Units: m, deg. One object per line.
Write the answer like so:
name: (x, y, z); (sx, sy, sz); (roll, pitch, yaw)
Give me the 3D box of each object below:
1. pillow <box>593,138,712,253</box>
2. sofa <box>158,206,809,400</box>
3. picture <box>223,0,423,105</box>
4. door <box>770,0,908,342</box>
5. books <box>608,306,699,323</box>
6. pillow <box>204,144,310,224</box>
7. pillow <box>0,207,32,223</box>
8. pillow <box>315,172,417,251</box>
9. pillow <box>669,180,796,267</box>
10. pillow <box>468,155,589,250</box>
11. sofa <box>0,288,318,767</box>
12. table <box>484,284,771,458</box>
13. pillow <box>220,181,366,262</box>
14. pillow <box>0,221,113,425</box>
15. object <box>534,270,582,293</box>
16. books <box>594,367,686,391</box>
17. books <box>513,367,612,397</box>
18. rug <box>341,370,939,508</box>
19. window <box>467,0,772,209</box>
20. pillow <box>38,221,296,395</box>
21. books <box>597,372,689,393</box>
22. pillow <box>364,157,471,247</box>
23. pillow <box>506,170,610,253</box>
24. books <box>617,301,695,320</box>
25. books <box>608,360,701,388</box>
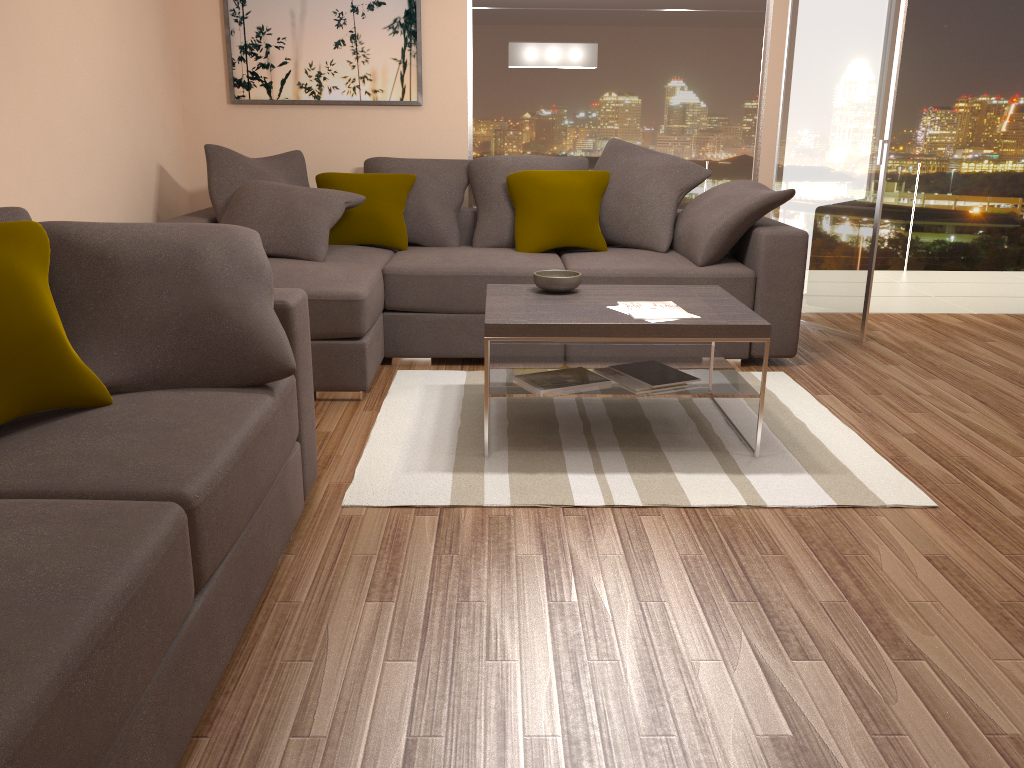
pillow: (0.759, -1.167, 5.413); (0.399, 0.635, 0.811); (-15, 22, -41)
sofa: (-0.192, -0.536, 5.090); (3.565, 0.776, 1.906); (0, 16, -1)
picture: (-1.219, -2.249, 5.744); (1.260, 0.835, 0.032); (0, 16, -1)
door: (1.983, -1.543, 5.606); (0.060, 2.419, 0.967); (-7, 18, -25)
books: (0.577, -0.292, 3.637); (0.241, 0.008, 0.332); (-8, 18, -25)
pillow: (-1.475, -1.130, 5.288); (0.483, 0.578, 0.806); (16, 22, 42)
pillow: (-1.569, -0.112, 2.338); (0.399, 0.635, 0.811); (15, 22, 39)
pillow: (-0.920, -1.053, 5.483); (0.631, 0.486, 0.335); (1, 16, 2)
pillow: (1.229, -0.935, 5.146); (0.560, 0.470, 0.749); (-1, 17, -5)
pillow: (0.122, -1.135, 5.587); (0.783, 0.590, 0.459); (-1, 17, -6)
sofa: (-0.969, 0.541, 1.428); (1.906, 0.776, 3.565); (0, 16, -1)
table: (0.440, -0.087, 3.910); (1.110, 0.558, 0.856); (0, 16, -1)
pillow: (-1.274, -0.914, 4.956); (0.792, 0.415, 0.645); (2, 17, 4)
pillow: (-1.309, -0.118, 2.144); (0.382, 0.492, 0.658); (7, 18, 22)
object: (0.208, -0.465, 4.053); (0.219, 0.081, 0.219); (2, 17, 4)
books: (0.535, -0.032, 3.741); (0.241, 0.008, 0.332); (-7, 18, -25)
books: (0.207, -0.012, 3.680); (0.332, 0.026, 0.241); (-8, 18, -26)
rug: (0.445, 0.182, 3.985); (2.122, 0.024, 1.791); (0, 16, -1)
window: (0.695, -1.674, 6.010); (1.983, 2.419, 0.020); (0, 16, -1)
pillow: (-1.052, -0.235, 2.617); (0.749, 0.470, 0.560); (-9, 19, -29)
books: (0.545, -0.019, 3.735); (0.241, 0.013, 0.332); (-7, 18, -25)
pillow: (-0.630, -1.154, 5.696); (0.787, 0.576, 0.431); (5, 17, 14)
pillow: (0.309, -1.031, 5.346); (0.658, 0.492, 0.382); (-3, 17, -11)
books: (0.586, -0.303, 3.651); (0.241, 0.010, 0.332); (-1, 17, -6)
books: (0.600, -0.045, 3.757); (0.241, 0.008, 0.332); (-8, 18, -25)
